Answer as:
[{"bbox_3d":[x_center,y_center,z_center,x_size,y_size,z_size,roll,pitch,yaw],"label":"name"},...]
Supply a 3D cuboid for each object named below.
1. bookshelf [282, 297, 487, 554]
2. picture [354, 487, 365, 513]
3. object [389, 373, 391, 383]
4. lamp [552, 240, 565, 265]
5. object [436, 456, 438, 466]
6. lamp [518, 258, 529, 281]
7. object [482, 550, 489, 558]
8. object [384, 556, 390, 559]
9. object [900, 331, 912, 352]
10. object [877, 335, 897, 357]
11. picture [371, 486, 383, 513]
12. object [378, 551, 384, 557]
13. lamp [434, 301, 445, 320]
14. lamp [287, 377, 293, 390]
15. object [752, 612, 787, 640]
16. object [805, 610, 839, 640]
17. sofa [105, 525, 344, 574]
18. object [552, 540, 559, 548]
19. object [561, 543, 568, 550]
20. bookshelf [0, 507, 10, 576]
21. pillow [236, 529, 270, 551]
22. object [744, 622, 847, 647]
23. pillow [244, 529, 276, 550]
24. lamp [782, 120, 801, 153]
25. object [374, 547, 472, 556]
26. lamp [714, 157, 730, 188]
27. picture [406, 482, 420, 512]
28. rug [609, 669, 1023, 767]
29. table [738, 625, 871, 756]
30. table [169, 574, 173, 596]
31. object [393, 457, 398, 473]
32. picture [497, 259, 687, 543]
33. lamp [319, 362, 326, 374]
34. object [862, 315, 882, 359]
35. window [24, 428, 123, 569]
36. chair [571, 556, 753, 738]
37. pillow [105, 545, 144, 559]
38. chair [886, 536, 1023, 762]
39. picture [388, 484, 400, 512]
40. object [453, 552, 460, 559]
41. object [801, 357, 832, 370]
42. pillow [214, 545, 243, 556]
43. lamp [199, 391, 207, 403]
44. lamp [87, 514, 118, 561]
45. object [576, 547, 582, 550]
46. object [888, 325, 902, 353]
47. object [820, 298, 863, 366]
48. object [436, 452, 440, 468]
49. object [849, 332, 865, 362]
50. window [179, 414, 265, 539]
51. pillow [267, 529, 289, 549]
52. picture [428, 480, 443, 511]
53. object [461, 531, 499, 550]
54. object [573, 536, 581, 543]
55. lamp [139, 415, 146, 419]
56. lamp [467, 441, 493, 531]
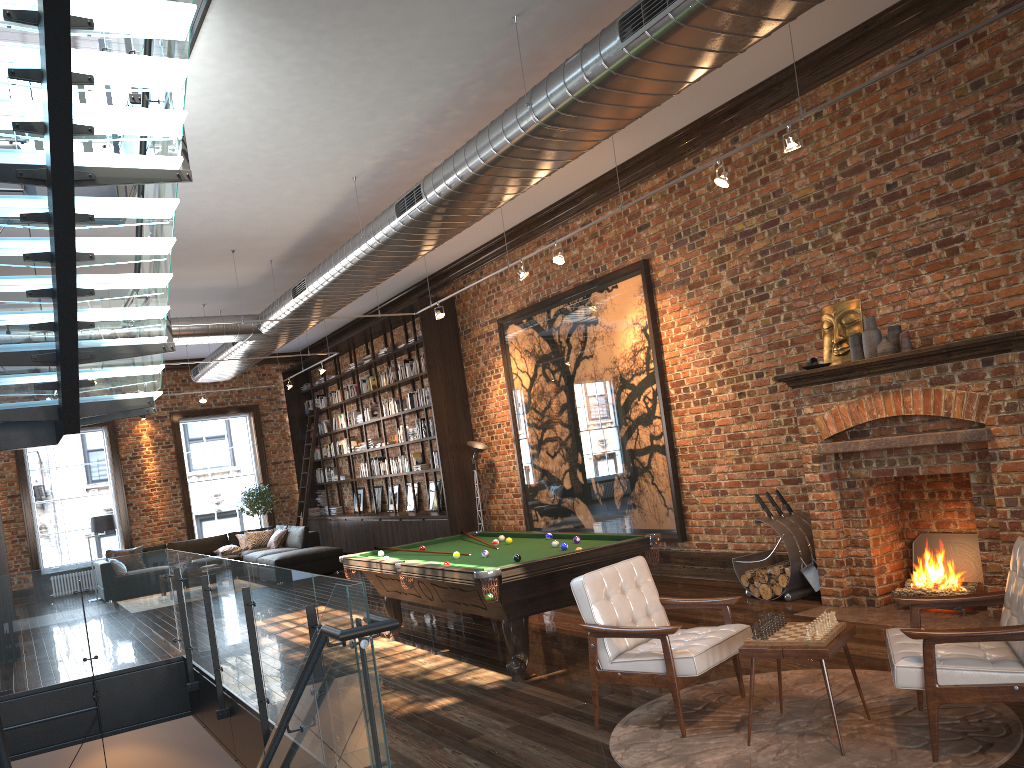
[{"bbox_3d":[-2.670,1.203,16.311,0.597,3.997,7.457,-8,-3,-30],"label":"bookshelf"},{"bbox_3d":[-3.052,2.324,17.712,0.112,0.498,0.510,-8,-2,-30],"label":"picture"},{"bbox_3d":[-2.033,-0.127,15.279,0.155,0.289,0.007,-8,0,-30],"label":"object"},{"bbox_3d":[0.446,-1.282,8.636,0.113,0.230,0.114,-8,0,-1],"label":"lamp"},{"bbox_3d":[-1.104,1.193,14.018,0.188,0.257,0.017,-7,0,-30],"label":"object"},{"bbox_3d":[0.117,-1.192,9.213,0.114,0.230,0.113,-8,-1,39],"label":"lamp"},{"bbox_3d":[-0.210,1.338,6.983,0.057,0.057,0.057,-9,-2,30],"label":"object"},{"bbox_3d":[-1.079,1.508,7.632,0.056,0.057,0.057,-7,-2,-31],"label":"object"},{"bbox_3d":[2.938,-0.306,6.622,0.082,0.178,0.081,-8,0,12],"label":"object"},{"bbox_3d":[2.808,-0.281,6.659,0.136,0.169,0.136,-8,-1,12],"label":"object"},{"bbox_3d":[-2.568,2.192,16.860,0.112,0.498,0.510,-8,-2,-30],"label":"picture"},{"bbox_3d":[-1.212,1.571,8.211,0.057,0.057,0.058,-7,-2,-29],"label":"object"},{"bbox_3d":[-0.903,-0.913,11.004,0.113,0.230,0.114,-8,0,-16],"label":"lamp"},{"bbox_3d":[-4.211,-0.010,16.810,0.114,0.230,0.114,-8,0,9],"label":"lamp"},{"bbox_3d":[1.292,1.195,4.459,0.076,0.101,0.333,-9,-4,35],"label":"object"},{"bbox_3d":[1.501,1.154,4.309,0.076,0.101,0.333,-9,-4,35],"label":"object"},{"bbox_3d":[-5.144,3.084,15.347,3.484,0.803,3.473,-6,-5,-30],"label":"sofa"},{"bbox_3d":[0.342,1.263,7.002,0.057,0.057,0.057,-8,-2,9],"label":"object"},{"bbox_3d":[0.398,1.234,6.732,0.057,0.057,0.057,-7,-2,-25],"label":"object"},{"bbox_3d":[-6.451,1.551,10.784,0.398,3.515,1.792,-8,0,-30],"label":"bookshelf"},{"bbox_3d":[-4.895,2.989,16.947,0.700,0.338,0.271,-6,-2,-29],"label":"pillow"},{"bbox_3d":[1.405,1.236,4.385,0.390,0.028,0.386,-11,-5,35],"label":"object"},{"bbox_3d":[-4.747,2.933,16.828,0.609,0.361,0.289,-6,-2,-26],"label":"pillow"},{"bbox_3d":[1.905,-1.690,6.061,0.118,0.212,0.117,-8,-1,11],"label":"lamp"},{"bbox_3d":[-0.822,1.483,7.879,0.028,0.072,1.617,-8,-3,-38],"label":"object"},{"bbox_3d":[1.566,-1.589,6.659,0.114,0.230,0.113,-8,-1,34],"label":"lamp"},{"bbox_3d":[-1.722,1.960,15.371,0.112,0.498,0.510,-8,-2,-30],"label":"picture"},{"bbox_3d":[1.477,1.735,4.519,1.961,0.015,1.983,-6,-5,-28],"label":"rug"},{"bbox_3d":[1.440,1.489,4.378,0.465,0.494,0.514,-9,-2,35],"label":"table"},{"bbox_3d":[-5.219,3.272,14.671,0.996,0.345,1.007,-6,-4,-30],"label":"table"},{"bbox_3d":[-1.990,1.424,15.600,0.165,0.282,0.015,-7,0,-30],"label":"object"},{"bbox_3d":[0.821,0.391,10.713,0.080,3.000,3.221,-8,-2,-30],"label":"picture"},{"bbox_3d":[-3.222,-0.280,15.068,0.114,0.230,0.113,-8,-1,36],"label":"lamp"},{"bbox_3d":[2.801,-0.352,6.894,0.145,0.349,0.145,-8,0,6],"label":"object"},{"bbox_3d":[-8.656,2.292,17.518,1.513,2.752,0.156,-8,0,-30],"label":"window"},{"bbox_3d":[0.862,1.431,4.971,0.746,0.865,0.764,-9,-2,40],"label":"chair"},{"bbox_3d":[-6.905,3.136,15.831,0.697,0.439,0.306,-6,-2,-30],"label":"pillow"},{"bbox_3d":[2.115,1.186,4.051,0.744,0.865,0.766,-8,-2,20],"label":"chair"},{"bbox_3d":[-2.152,2.078,16.128,0.112,0.498,0.510,-8,-2,-30],"label":"picture"},{"bbox_3d":[-0.449,1.387,7.185,0.057,0.057,0.057,-8,-2,7],"label":"object"},{"bbox_3d":[2.431,-0.163,7.081,0.236,0.105,0.238,-7,-4,-20],"label":"object"},{"bbox_3d":[-5.274,3.103,16.480,0.407,0.204,0.615,-6,-4,-32],"label":"pillow"},{"bbox_3d":[-5.946,0.249,17.032,0.114,0.230,0.113,-8,-1,29],"label":"lamp"},{"bbox_3d":[-7.209,3.055,15.550,0.687,1.466,0.419,-8,0,0],"label":"lamp"},{"bbox_3d":[0.480,1.192,6.324,0.057,0.057,0.057,-8,-2,-12],"label":"object"},{"bbox_3d":[2.924,-0.326,6.752,0.120,0.242,0.121,-8,0,-10],"label":"object"},{"bbox_3d":[2.696,-0.400,7.299,0.124,0.536,0.411,-8,-1,-30],"label":"object"},{"bbox_3d":[-1.101,1.193,14.003,0.177,0.252,0.012,-7,0,-30],"label":"object"},{"bbox_3d":[2.741,-0.284,7.025,0.118,0.249,0.117,-8,0,18],"label":"object"},{"bbox_3d":[-6.198,2.059,18.940,1.513,2.752,0.156,-8,0,-30],"label":"window"},{"bbox_3d":[-4.366,2.890,16.507,0.312,0.355,0.633,-7,-3,-31],"label":"pillow"},{"bbox_3d":[-1.253,1.832,14.544,0.112,0.498,0.510,-8,-2,-30],"label":"picture"},{"bbox_3d":[-0.310,1.435,8.175,0.028,0.072,1.614,-8,-4,-15],"label":"object"},{"bbox_3d":[0.519,1.245,7.085,0.057,0.057,0.057,-8,-2,-8],"label":"object"},{"bbox_3d":[-7.443,0.595,17.868,0.126,0.236,0.156,-8,-1,-30],"label":"lamp"},{"bbox_3d":[-0.389,1.704,12.607,0.423,1.827,0.508,-8,0,-25],"label":"lamp"}]
